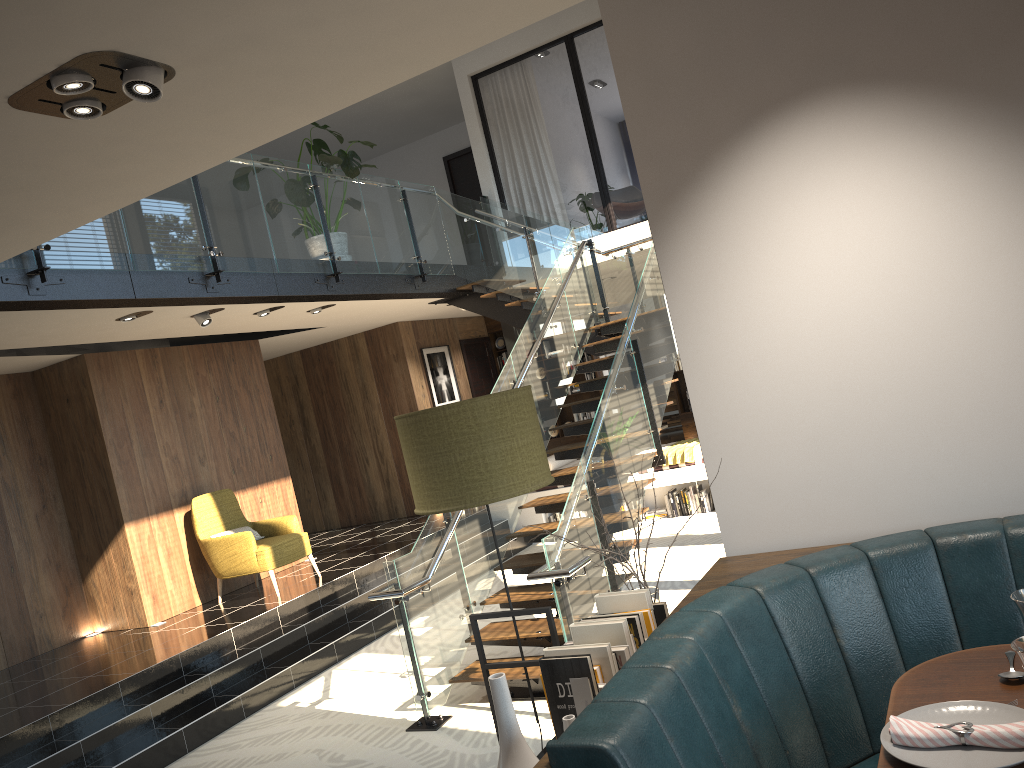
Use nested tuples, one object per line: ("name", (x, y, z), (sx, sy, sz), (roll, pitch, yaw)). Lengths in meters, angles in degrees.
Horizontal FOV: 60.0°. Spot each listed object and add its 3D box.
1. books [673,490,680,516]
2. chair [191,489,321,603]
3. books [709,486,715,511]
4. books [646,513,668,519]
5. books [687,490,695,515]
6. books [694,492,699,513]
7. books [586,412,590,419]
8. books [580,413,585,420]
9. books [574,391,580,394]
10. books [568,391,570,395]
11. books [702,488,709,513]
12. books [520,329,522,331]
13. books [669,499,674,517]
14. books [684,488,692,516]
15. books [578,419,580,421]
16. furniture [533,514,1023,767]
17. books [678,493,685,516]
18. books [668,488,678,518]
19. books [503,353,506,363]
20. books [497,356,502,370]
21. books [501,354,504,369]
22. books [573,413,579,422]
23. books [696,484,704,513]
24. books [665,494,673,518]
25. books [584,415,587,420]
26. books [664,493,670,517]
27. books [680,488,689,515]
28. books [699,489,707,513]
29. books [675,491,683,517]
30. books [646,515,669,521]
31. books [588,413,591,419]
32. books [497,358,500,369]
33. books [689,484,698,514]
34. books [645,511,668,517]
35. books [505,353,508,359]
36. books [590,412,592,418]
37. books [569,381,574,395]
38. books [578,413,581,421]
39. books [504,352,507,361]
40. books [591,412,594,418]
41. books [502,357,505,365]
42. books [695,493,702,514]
("books", (1.981, 1.410, 10.517), (0.031, 0.284, 0.176), (-13, 0, 28))
("chair", (-2.641, 1.576, 9.032), (1.032, 1.097, 0.806), (-13, 0, 27))
("books", (2.334, 1.322, 10.322), (0.066, 0.294, 0.142), (-13, 0, 28))
("books", (1.754, 1.573, 10.651), (0.261, 0.024, 0.167), (-13, 0, 24))
("books", (2.123, 1.384, 10.417), (0.027, 0.270, 0.187), (-13, 0, 28))
("books", (2.188, 1.392, 10.416), (0.026, 0.226, 0.132), (-13, 0, 28))
("books", (1.229, 0.576, 13.895), (0.012, 0.322, 0.177), (-13, 0, 28))
("books", (1.138, 0.598, 13.956), (0.019, 0.321, 0.161), (-13, 0, 28))
("books", (1.110, 0.111, 13.932), (0.245, 0.021, 0.159), (-13, 0, 30))
("books", (0.917, 0.053, 14.029), (0.028, 0.224, 0.161), (-13, 0, 28))
("books", (2.270, 1.357, 10.327), (0.019, 0.256, 0.186), (-13, 0, 28))
("books", (0.217, -0.766, 14.259), (0.020, 0.245, 0.227), (-13, 0, 28))
("books", (1.924, 1.454, 10.546), (0.027, 0.226, 0.165), (-13, 0, 28))
("books", (2.088, 1.384, 10.410), (0.026, 0.287, 0.204), (-13, 0, 28))
("books", (1.101, 0.661, 14.000), (0.034, 0.215, 0.104), (-13, 0, 28))
("furniture", (1.547, 0.709, 1.549), (2.613, 0.822, 1.363), (-13, 0, 28))
("books", (2.025, 1.408, 10.474), (0.029, 0.268, 0.146), (-13, 0, 28))
("books", (1.931, 1.406, 10.504), (0.043, 0.316, 0.209), (-13, 0, 28))
("books", (-0.073, -0.380, 14.445), (0.035, 0.255, 0.183), (-13, 0, 28))
("books", (-0.171, -0.345, 14.507), (0.023, 0.231, 0.143), (-13, 0, 28))
("books", (-0.126, -0.368, 14.504), (0.066, 0.255, 0.127), (-13, 0, 28))
("books", (1.042, 0.601, 13.972), (0.017, 0.359, 0.189), (-13, 0, 28))
("books", (2.216, 1.338, 10.369), (0.033, 0.318, 0.152), (-13, 0, 28))
("books", (1.887, 1.439, 10.545), (0.030, 0.273, 0.167), (-13, 0, 28))
("books", (1.198, 0.617, 13.928), (0.037, 0.256, 0.145), (-13, 0, 28))
("books", (1.876, 1.446, 10.582), (0.026, 0.263, 0.156), (-13, 0, 28))
("books", (2.051, 1.383, 10.462), (0.035, 0.305, 0.151), (-13, 0, 28))
("books", (2.246, 1.364, 10.339), (0.036, 0.253, 0.177), (-13, 0, 28))
("books", (1.997, 1.415, 10.480), (0.029, 0.268, 0.172), (-13, 0, 28))
("books", (1.759, 1.597, 10.651), (0.257, 0.024, 0.166), (-13, 0, 28))
("books", (1.253, 0.589, 13.890), (0.029, 0.286, 0.137), (-13, 0, 28))
("books", (-0.180, -0.335, 14.534), (0.023, 0.215, 0.147), (-13, 0, 28))
("books", (2.149, 1.349, 10.421), (0.029, 0.326, 0.152), (-13, 0, 28))
("books", (1.750, 1.549, 10.655), (0.274, 0.025, 0.156), (-13, 0, 25))
("books", (-0.028, -0.394, 14.422), (0.027, 0.260, 0.180), (-13, 0, 28))
("books", (1.285, 0.558, 13.865), (0.016, 0.332, 0.195), (-13, 0, 28))
("books", (0.933, 0.058, 13.989), (0.036, 0.206, 0.215), (-13, 0, 28))
("books", (1.112, 0.606, 13.987), (0.019, 0.317, 0.122), (-13, 1, 28))
("books", (-0.052, -0.392, 14.429), (0.022, 0.267, 0.197), (-13, 0, 28))
("books", (1.304, 0.574, 13.857), (0.018, 0.292, 0.191), (-13, 0, 28))
("books", (-0.093, -0.350, 14.460), (0.025, 0.204, 0.191), (-13, 0, 28))
("books", (2.202, 1.386, 10.387), (0.028, 0.231, 0.158), (-13, 0, 28))
